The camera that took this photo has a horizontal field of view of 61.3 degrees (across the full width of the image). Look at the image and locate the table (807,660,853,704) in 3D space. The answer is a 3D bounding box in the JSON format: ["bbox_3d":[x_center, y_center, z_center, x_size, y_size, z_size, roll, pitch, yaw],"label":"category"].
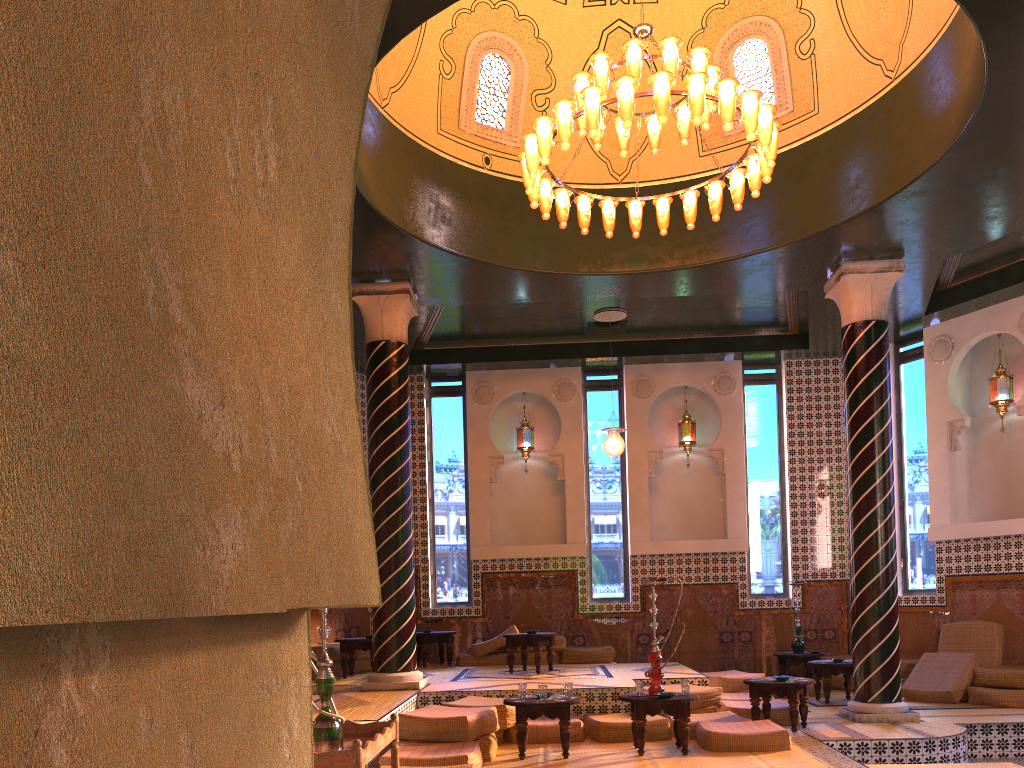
[{"bbox_3d":[4.827,4.421,12.809,0.842,0.583,0.857,5,-12,-33],"label":"table"}]

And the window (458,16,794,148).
[{"bbox_3d":[1.340,-4.200,8.468,5.826,1.150,5.579,-12,-17,37],"label":"window"}]

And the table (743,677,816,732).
[{"bbox_3d":[3.235,3.875,10.439,0.849,0.583,0.849,-9,-12,37],"label":"table"}]

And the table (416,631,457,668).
[{"bbox_3d":[-1.382,4.649,15.132,0.842,0.583,0.856,-5,-10,20],"label":"table"}]

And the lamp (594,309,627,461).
[{"bbox_3d":[1.567,0.057,13.485,0.519,2.306,0.523,-1,-2,-9],"label":"lamp"}]

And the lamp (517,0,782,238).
[{"bbox_3d":[1.242,-4.171,8.342,2.474,4.580,2.502,-2,-4,10],"label":"lamp"}]

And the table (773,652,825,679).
[{"bbox_3d":[4.907,4.898,14.749,0.840,0.583,0.859,-4,-10,12],"label":"table"}]

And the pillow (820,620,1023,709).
[{"bbox_3d":[6.699,4.056,12.569,1.408,1.178,5.895,3,-14,-27],"label":"pillow"}]

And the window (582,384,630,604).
[{"bbox_3d":[1.709,2.016,15.791,0.775,3.978,0.091,-2,-1,3],"label":"window"}]

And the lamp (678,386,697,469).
[{"bbox_3d":[3.202,0.768,15.796,0.362,1.556,0.325,-3,-2,36],"label":"lamp"}]

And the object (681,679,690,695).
[{"bbox_3d":[1.824,3.190,9.074,0.092,0.162,0.093,0,-4,-20],"label":"object"}]

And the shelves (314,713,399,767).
[{"bbox_3d":[-1.112,2.742,5.296,0.746,1.278,1.211,-2,-7,4],"label":"shelves"}]

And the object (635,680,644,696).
[{"bbox_3d":[1.345,3.208,9.096,0.092,0.162,0.093,-2,-4,5],"label":"object"}]

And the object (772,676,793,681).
[{"bbox_3d":[3.242,3.533,10.352,0.250,0.045,0.258,1,-14,-12],"label":"object"}]

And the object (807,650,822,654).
[{"bbox_3d":[5.117,4.532,14.581,0.251,0.045,0.257,-6,-14,17],"label":"object"}]

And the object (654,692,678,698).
[{"bbox_3d":[1.581,3.205,8.876,0.253,0.045,0.255,11,-18,-41],"label":"object"}]

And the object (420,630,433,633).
[{"bbox_3d":[-1.480,4.298,15.001,0.251,0.045,0.257,-6,-14,17],"label":"object"}]

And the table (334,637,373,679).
[{"bbox_3d":[-2.305,4.220,13.308,0.839,0.583,0.860,-3,-10,8],"label":"table"}]

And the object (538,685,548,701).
[{"bbox_3d":[0.321,3.192,8.914,0.092,0.162,0.093,0,-4,-20],"label":"object"}]

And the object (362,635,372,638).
[{"bbox_3d":[-2.183,3.888,13.279,0.251,0.045,0.257,-6,-14,17],"label":"object"}]

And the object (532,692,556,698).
[{"bbox_3d":[0.341,3.318,9.189,0.253,0.045,0.255,11,-18,-41],"label":"object"}]

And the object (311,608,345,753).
[{"bbox_3d":[-1.187,1.579,5.110,0.463,1.247,0.300,-2,-2,10],"label":"object"}]

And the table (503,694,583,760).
[{"bbox_3d":[0.332,3.614,9.100,0.837,0.583,0.861,0,-10,-7],"label":"table"}]

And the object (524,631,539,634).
[{"bbox_3d":[0.303,3.810,13.241,0.251,0.045,0.257,-6,-14,17],"label":"object"}]

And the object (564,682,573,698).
[{"bbox_3d":[0.594,3.230,9.100,0.092,0.162,0.093,0,-4,-20],"label":"object"}]

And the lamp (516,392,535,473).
[{"bbox_3d":[0.242,0.879,15.910,0.326,1.556,0.361,-3,-2,36],"label":"lamp"}]

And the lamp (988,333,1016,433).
[{"bbox_3d":[7.390,-0.034,13.049,0.360,1.556,0.327,-1,-2,-24],"label":"lamp"}]

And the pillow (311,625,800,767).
[{"bbox_3d":[-1.347,3.811,10.797,10.034,1.252,10.208,-2,-14,3],"label":"pillow"}]

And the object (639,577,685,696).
[{"bbox_3d":[1.585,2.657,9.101,0.464,1.246,0.302,-2,-2,19],"label":"object"}]

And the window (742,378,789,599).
[{"bbox_3d":[4.563,1.904,15.661,0.775,3.978,0.091,-2,-1,3],"label":"window"}]

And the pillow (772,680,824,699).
[{"bbox_3d":[4.417,4.914,13.936,0.977,0.275,0.972,5,-15,-26],"label":"pillow"}]

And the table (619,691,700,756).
[{"bbox_3d":[1.557,3.579,9.100,0.842,0.583,0.857,5,-12,-33],"label":"table"}]

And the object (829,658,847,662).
[{"bbox_3d":[4.820,4.085,12.756,0.251,0.045,0.257,-6,-14,17],"label":"object"}]

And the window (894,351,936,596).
[{"bbox_3d":[6.736,1.496,14.270,0.091,3.978,0.780,-1,-1,-28],"label":"window"}]

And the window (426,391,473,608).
[{"bbox_3d":[-1.145,2.128,15.922,0.775,3.978,0.091,-2,-1,3],"label":"window"}]

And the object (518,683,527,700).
[{"bbox_3d":[0.115,3.249,9.122,0.092,0.162,0.093,2,-5,-40],"label":"object"}]

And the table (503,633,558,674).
[{"bbox_3d":[0.287,4.129,13.241,0.840,0.583,0.858,-4,-10,14],"label":"table"}]

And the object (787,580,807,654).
[{"bbox_3d":[4.843,3.974,14.735,0.302,1.247,0.464,-3,-3,39],"label":"object"}]
